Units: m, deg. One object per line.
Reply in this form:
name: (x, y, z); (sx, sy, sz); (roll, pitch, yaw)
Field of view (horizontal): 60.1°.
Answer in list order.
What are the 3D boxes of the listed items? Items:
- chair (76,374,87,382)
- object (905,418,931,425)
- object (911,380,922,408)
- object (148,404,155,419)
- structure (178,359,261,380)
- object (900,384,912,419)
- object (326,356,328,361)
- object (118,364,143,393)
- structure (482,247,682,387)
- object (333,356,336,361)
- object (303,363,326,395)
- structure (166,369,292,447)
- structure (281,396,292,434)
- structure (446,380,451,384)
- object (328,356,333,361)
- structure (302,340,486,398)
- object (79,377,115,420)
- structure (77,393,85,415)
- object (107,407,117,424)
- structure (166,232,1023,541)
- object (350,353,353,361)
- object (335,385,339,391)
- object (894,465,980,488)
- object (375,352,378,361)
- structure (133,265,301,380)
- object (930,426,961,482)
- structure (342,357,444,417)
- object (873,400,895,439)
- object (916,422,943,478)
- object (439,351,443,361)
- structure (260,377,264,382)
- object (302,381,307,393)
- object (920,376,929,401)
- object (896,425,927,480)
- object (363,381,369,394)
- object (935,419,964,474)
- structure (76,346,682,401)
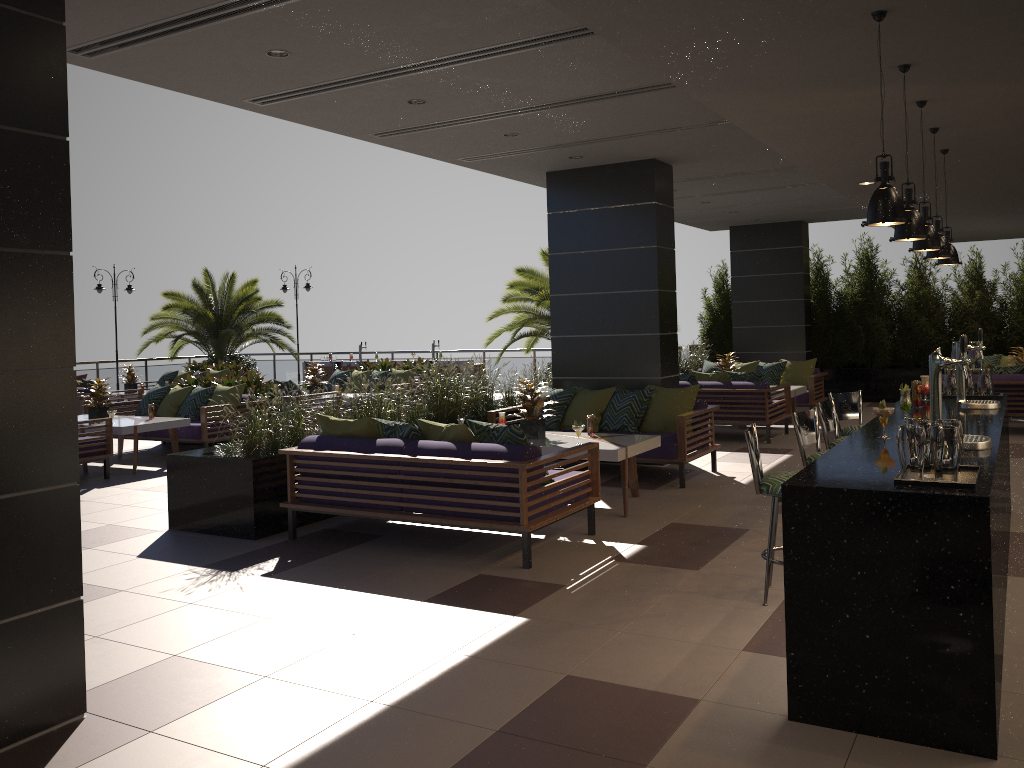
chair: (-9.612, 0.193, 19.325); (0.714, 0.816, 0.715); (-1, 2, 30)
object: (1.643, 0.247, 3.570); (0.105, 0.209, 0.105); (-1, 1, 35)
object: (2.759, 0.068, 6.039); (0.084, 0.189, 0.067); (-2, 1, -35)
object: (-4.387, 0.333, 10.771); (0.067, 0.189, 0.084); (-2, 1, -30)
structure: (-6.054, 0.084, 18.101); (2.250, 1.172, 0.738); (0, 2, 31)
object: (2.422, 0.105, 5.448); (0.069, 0.211, 0.069); (-2, 0, 13)
object: (-4.236, -0.536, 20.458); (0.105, 0.209, 0.105); (-2, 1, 5)
object: (-7.061, -0.105, 16.352); (0.425, 0.526, 0.430); (-3, 2, -33)
structure: (1.308, -1.232, 17.017); (3.802, 3.302, 3.754); (-2, 2, -17)
object: (-4.107, -0.539, 20.440); (0.105, 0.209, 0.105); (-2, 1, 5)
object: (-3.145, -0.082, 14.105); (0.424, 0.526, 0.431); (0, 2, 42)
structure: (-4.059, 0.376, 12.513); (2.418, 1.173, 0.702); (0, 2, 32)
structure: (-3.034, 0.517, 11.936); (0.100, 0.700, 0.180); (-2, 0, 30)
structure: (-1.091, 0.245, 15.308); (0.100, 0.700, 0.180); (-2, 0, 30)
object: (-4.171, -0.532, 20.353); (0.105, 0.209, 0.105); (-2, 1, 5)
structure: (-2.658, -0.278, 19.385); (4.399, 1.328, 0.806); (0, 2, 30)
object: (-5.041, 0.182, 10.822); (0.425, 0.526, 0.430); (-3, 2, -43)
structure: (-6.923, 0.493, 14.178); (0.100, 0.700, 0.180); (-2, 0, 30)
object: (-4.652, 0.368, 10.296); (0.106, 0.197, 0.105); (-2, 1, -27)
structure: (1.008, -0.437, 5.860); (7.813, 3.120, 24.768); (0, 4, 30)
object: (-3.552, -0.590, 19.593); (0.069, 0.181, 0.069); (-2, 1, 2)
object: (-2.681, 0.109, 13.582); (0.069, 0.181, 0.069); (-2, 1, 18)
object: (1.649, 0.351, 3.424); (0.272, 0.018, 0.438); (0, 4, 30)
object: (-2.944, -0.601, 19.242); (0.069, 0.211, 0.069); (-2, 0, 13)
structure: (-7.194, -1.279, 21.853); (3.800, 3.302, 3.756); (-2, 2, -2)
object: (1.619, 0.264, 3.306); (0.105, 0.209, 0.105); (-1, 1, 35)
structure: (-2.126, 0.105, 15.875); (2.250, 1.172, 0.738); (0, 2, 31)
object: (1.929, 0.181, 4.591); (0.106, 0.197, 0.106); (-2, 1, -32)
object: (1.625, 0.256, 3.441); (0.105, 0.209, 0.105); (-1, 1, 35)
object: (-1.480, -0.585, 18.393); (0.069, 0.198, 0.082); (-2, 1, -23)
structure: (-4.980, 0.222, 17.551); (0.100, 0.700, 0.180); (-2, 0, 30)
object: (-3.471, 0.047, 14.816); (0.082, 0.198, 0.069); (-2, 0, -18)
object: (3.065, 0.030, 6.562); (0.069, 0.181, 0.069); (-2, 1, 2)
object: (1.516, 0.264, 3.357); (0.105, 0.209, 0.105); (-1, 1, 35)
object: (-2.335, 0.055, 14.148); (0.106, 0.197, 0.105); (-2, 1, -27)
object: (1.731, 0.248, 3.506); (0.105, 0.209, 0.105); (-1, 1, 35)
structure: (-6.253, 0.339, 13.446); (12.911, 1.058, 17.531); (0, 4, 30)
